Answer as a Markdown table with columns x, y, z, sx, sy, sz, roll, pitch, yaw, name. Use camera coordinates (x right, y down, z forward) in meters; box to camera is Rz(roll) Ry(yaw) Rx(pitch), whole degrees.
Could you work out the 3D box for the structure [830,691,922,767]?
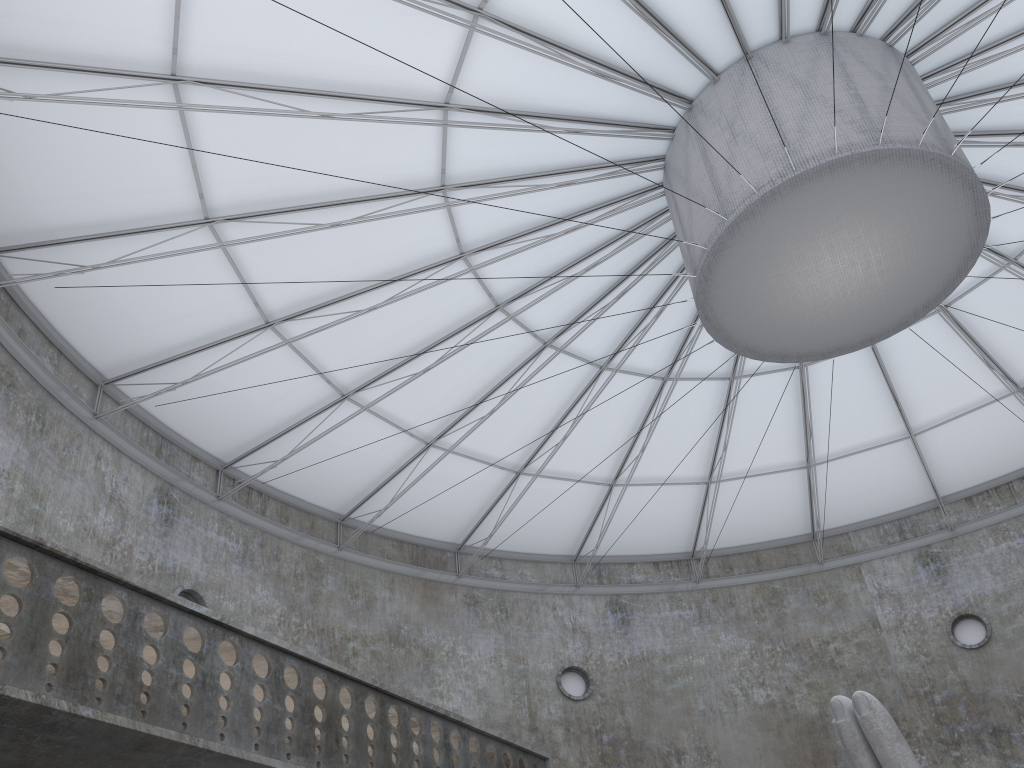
| x | y | z | sx | sy | sz | roll | pitch | yaw | name |
| --- | --- | --- | --- | --- | --- | --- | --- | --- | --- |
| 10.815 | 6.356 | 12.836 | 10.724 | 5.548 | 16.079 | 3 | -38 | -12 | structure |
